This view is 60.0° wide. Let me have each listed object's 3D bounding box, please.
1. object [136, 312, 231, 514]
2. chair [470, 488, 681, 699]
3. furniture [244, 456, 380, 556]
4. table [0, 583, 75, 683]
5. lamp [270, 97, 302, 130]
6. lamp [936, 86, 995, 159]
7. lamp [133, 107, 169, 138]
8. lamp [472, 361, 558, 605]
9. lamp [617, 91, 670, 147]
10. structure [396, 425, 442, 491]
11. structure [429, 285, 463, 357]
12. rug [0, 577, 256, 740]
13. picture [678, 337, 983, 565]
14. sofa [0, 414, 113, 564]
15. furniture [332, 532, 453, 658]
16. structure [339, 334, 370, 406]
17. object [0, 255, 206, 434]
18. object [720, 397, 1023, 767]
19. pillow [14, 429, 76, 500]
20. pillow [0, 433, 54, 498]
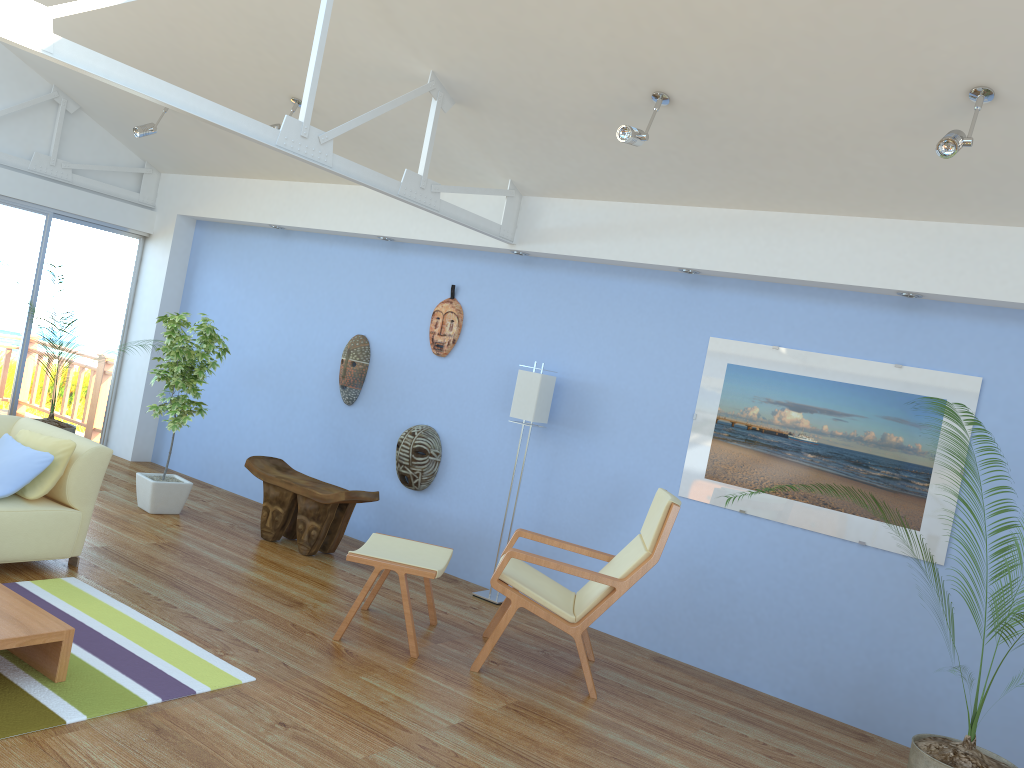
[{"bbox_3d":[-2.301,0.197,6.141,0.495,1.409,0.699,11,1,-13],"label":"object"},{"bbox_3d":[0.336,0.966,4.494,0.859,0.982,0.632,11,1,4],"label":"chair"},{"bbox_3d":[-1.392,0.839,5.944,1.100,0.507,0.329,12,1,35],"label":"furniture"},{"bbox_3d":[-2.161,0.887,3.139,0.800,0.198,0.800,12,1,34],"label":"table"},{"bbox_3d":[-1.470,-1.680,5.727,0.195,0.351,0.127,10,1,-38],"label":"lamp"},{"bbox_3d":[1.754,-1.015,3.463,0.254,0.327,0.117,10,1,-38],"label":"lamp"},{"bbox_3d":[-2.622,-1.934,6.489,0.254,0.327,0.118,10,1,-38],"label":"lamp"},{"bbox_3d":[0.029,0.609,5.576,0.200,1.520,0.200,12,1,34],"label":"lamp"},{"bbox_3d":[0.621,-1.269,4.246,0.257,0.296,0.119,10,1,-39],"label":"lamp"},{"bbox_3d":[-0.691,0.511,6.150,0.359,0.466,0.185,12,1,34],"label":"structure"},{"bbox_3d":[-0.465,-0.443,6.180,0.264,0.508,0.063,12,1,34],"label":"structure"},{"bbox_3d":[-2.195,0.990,3.148,1.400,0.018,2.100,12,1,34],"label":"rug"},{"bbox_3d":[1.629,0.308,4.729,1.419,0.937,0.005,12,1,34],"label":"picture"},{"bbox_3d":[-3.142,0.429,3.873,0.950,0.597,2.448,12,1,34],"label":"sofa"},{"bbox_3d":[-0.597,1.063,4.564,0.449,0.427,0.619,11,1,4],"label":"furniture"},{"bbox_3d":[-1.208,-0.109,6.607,0.254,0.541,0.115,12,1,34],"label":"structure"},{"bbox_3d":[-3.291,-0.154,6.680,1.563,1.695,1.706,12,1,25],"label":"object"},{"bbox_3d":[1.724,0.900,3.177,1.563,1.695,1.706,10,1,-35],"label":"object"},{"bbox_3d":[-2.491,0.388,4.544,0.559,0.311,0.201,12,1,34],"label":"pillow"},{"bbox_3d":[-2.577,0.410,4.448,0.566,0.244,0.272,12,1,36],"label":"pillow"}]
